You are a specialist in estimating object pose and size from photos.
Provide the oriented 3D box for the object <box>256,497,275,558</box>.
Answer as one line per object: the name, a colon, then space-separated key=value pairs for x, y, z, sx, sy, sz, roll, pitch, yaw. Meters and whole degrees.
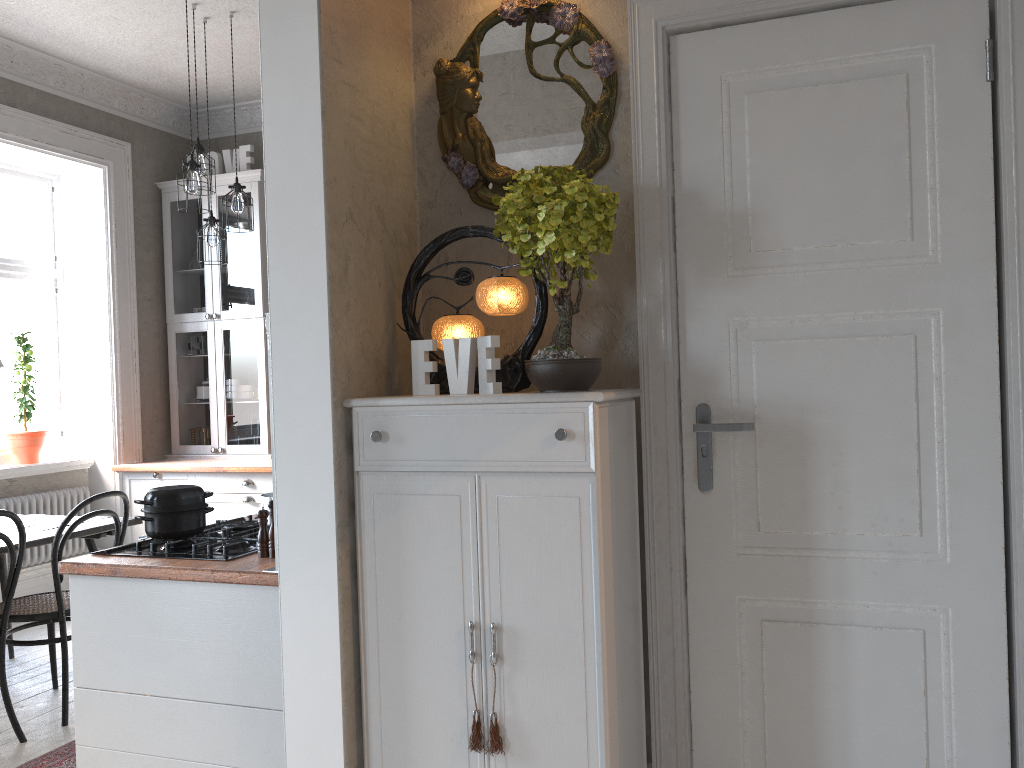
object: x=-0.676 y=0.397 z=2.464 sx=0.072 sy=0.167 sz=0.036 roll=-2 pitch=0 yaw=20

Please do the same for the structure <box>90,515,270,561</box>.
structure: x=-0.891 y=0.470 z=2.786 sx=0.489 sy=0.031 sz=0.614 roll=-2 pitch=0 yaw=21

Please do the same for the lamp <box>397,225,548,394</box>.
lamp: x=-0.100 y=-0.137 z=2.341 sx=0.441 sy=0.558 sz=0.175 roll=-2 pitch=1 yaw=28

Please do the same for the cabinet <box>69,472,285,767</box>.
cabinet: x=-0.903 y=0.904 z=4.357 sx=2.019 sy=0.854 sz=4.130 roll=-2 pitch=0 yaw=-22

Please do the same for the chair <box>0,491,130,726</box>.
chair: x=-1.913 y=0.914 z=3.745 sx=0.542 sy=0.920 sz=0.443 roll=-2 pitch=0 yaw=18

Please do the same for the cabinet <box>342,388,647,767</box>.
cabinet: x=-0.020 y=0.672 z=2.224 sx=0.657 sy=1.297 sz=0.389 roll=-2 pitch=0 yaw=20

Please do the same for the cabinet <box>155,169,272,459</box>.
cabinet: x=-1.942 y=-0.437 z=6.122 sx=0.867 sy=1.921 sz=0.393 roll=-2 pitch=0 yaw=20

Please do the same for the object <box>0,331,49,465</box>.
object: x=-2.992 y=0.082 z=5.424 sx=0.265 sy=0.813 sz=0.254 roll=-2 pitch=1 yaw=-42

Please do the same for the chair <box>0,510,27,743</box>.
chair: x=-2.112 y=0.923 z=3.296 sx=0.539 sy=0.920 sz=0.445 roll=-2 pitch=1 yaw=28

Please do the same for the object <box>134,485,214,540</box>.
object: x=-1.018 y=0.385 z=2.677 sx=0.190 sy=0.147 sz=0.193 roll=-2 pitch=0 yaw=1

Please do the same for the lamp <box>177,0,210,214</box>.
lamp: x=-1.601 y=-1.720 z=4.371 sx=0.149 sy=1.735 sz=0.144 roll=-2 pitch=0 yaw=-22

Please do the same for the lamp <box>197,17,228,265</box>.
lamp: x=-1.626 y=-1.512 z=4.726 sx=0.148 sy=1.735 sz=0.145 roll=-2 pitch=0 yaw=-12

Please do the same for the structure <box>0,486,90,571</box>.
structure: x=-2.957 y=0.879 z=5.161 sx=0.147 sy=0.428 sz=1.239 roll=-2 pitch=0 yaw=20

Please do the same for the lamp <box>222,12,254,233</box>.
lamp: x=-1.470 y=-1.675 z=4.663 sx=0.146 sy=1.735 sz=0.147 roll=-2 pitch=0 yaw=8

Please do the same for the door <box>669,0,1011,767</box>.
door: x=0.789 y=0.180 z=2.168 sx=0.741 sy=2.183 sz=0.081 roll=-2 pitch=0 yaw=20

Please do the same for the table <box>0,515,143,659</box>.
table: x=-2.518 y=1.029 z=3.462 sx=0.892 sy=0.735 sz=1.946 roll=-2 pitch=0 yaw=21

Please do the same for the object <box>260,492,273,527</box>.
object: x=-0.682 y=0.381 z=2.801 sx=0.178 sy=0.134 sz=0.297 roll=-2 pitch=0 yaw=-34

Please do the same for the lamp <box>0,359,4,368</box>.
lamp: x=-2.414 y=-0.994 z=3.761 sx=0.372 sy=1.858 sz=0.386 roll=-2 pitch=1 yaw=28

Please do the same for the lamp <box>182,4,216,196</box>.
lamp: x=-1.635 y=-1.850 z=4.552 sx=0.146 sy=1.735 sz=0.147 roll=-2 pitch=0 yaw=8

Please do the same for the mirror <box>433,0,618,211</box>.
mirror: x=0.027 y=-0.771 z=2.421 sx=0.525 sy=0.593 sz=0.072 roll=-2 pitch=0 yaw=20

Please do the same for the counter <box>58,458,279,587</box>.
counter: x=-1.391 y=0.509 z=4.368 sx=3.117 sy=0.039 sz=3.438 roll=-2 pitch=0 yaw=21

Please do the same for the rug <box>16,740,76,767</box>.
rug: x=-1.262 y=1.344 z=3.463 sx=0.726 sy=0.014 sz=1.307 roll=-2 pitch=0 yaw=22

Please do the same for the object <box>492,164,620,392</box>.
object: x=0.125 y=-0.258 z=2.171 sx=0.347 sy=0.553 sz=0.291 roll=-2 pitch=1 yaw=-35
